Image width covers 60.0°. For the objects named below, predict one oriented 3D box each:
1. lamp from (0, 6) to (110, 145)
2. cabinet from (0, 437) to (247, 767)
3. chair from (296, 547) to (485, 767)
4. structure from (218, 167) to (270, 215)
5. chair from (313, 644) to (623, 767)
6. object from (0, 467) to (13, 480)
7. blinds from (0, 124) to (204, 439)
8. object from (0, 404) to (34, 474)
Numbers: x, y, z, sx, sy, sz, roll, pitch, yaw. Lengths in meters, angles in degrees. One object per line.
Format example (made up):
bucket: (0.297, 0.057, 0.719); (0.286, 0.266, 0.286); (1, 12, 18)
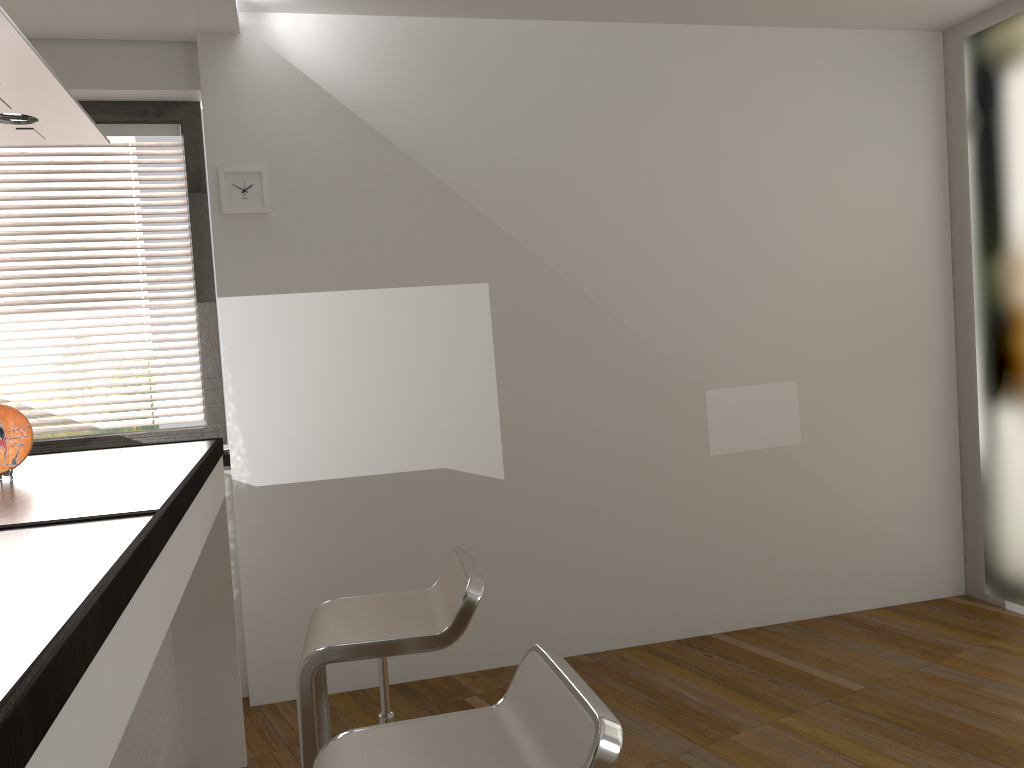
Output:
lamp: (-1.037, -0.937, 1.485); (0.326, 0.683, 1.677); (-4, 3, -14)
cabinet: (-0.903, 0.815, 1.536); (0.663, 1.134, 2.947); (-4, 3, -14)
chair: (-0.289, 0.882, 2.217); (0.460, 0.857, 0.418); (-4, 3, -9)
structure: (-1.052, -0.760, 3.487); (0.180, 0.180, 0.026); (-4, 3, -14)
chair: (-0.078, 0.907, 1.398); (0.460, 0.857, 0.418); (-4, 3, -14)
object: (-1.304, 0.177, 2.235); (0.088, 0.131, 0.072); (-5, 3, -19)
blinds: (-5.530, -2.800, 5.660); (9.030, 12.704, 16.000); (-2, 3, 25)
object: (-1.308, 0.139, 2.234); (0.184, 0.178, 0.055); (-5, 3, -18)
